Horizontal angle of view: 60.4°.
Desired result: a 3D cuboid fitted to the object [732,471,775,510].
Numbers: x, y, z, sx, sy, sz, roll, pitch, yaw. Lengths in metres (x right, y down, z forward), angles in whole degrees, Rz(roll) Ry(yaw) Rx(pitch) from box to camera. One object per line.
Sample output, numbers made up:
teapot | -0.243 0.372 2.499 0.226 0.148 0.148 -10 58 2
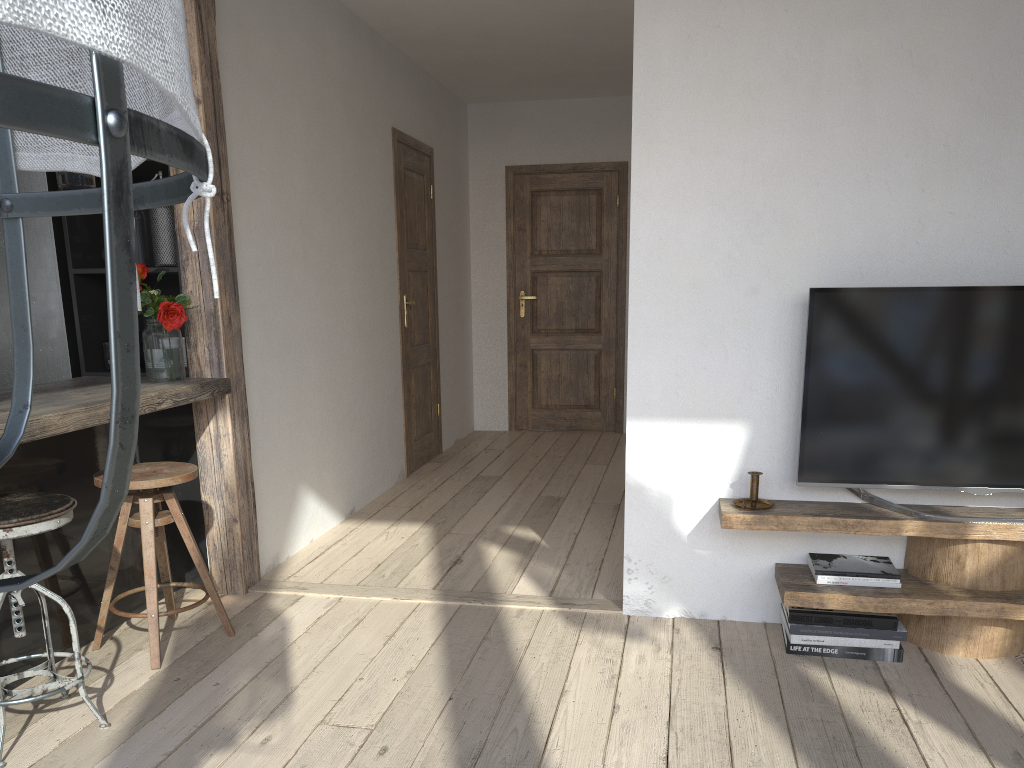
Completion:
object | 0.801 0.349 2.909 0.139 0.115 0.136 -2 9 -6

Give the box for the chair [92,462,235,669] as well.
chair | -1.185 0.581 2.930 0.339 0.610 0.334 6 13 30

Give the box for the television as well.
television | 1.468 0.059 2.711 1.102 0.724 0.201 1 13 11

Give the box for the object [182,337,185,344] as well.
object | -1.303 -0.137 3.464 0.162 0.087 0.159 3 9 24

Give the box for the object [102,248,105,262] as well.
object | -1.535 -0.562 3.431 0.132 0.225 0.129 4 12 22

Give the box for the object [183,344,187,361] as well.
object | -1.303 -0.118 3.469 0.162 0.087 0.159 3 9 24

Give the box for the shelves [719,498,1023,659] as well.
shelves | 1.476 0.642 2.800 1.601 0.462 0.323 1 11 11

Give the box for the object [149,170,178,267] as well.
object | -1.288 -0.612 3.271 0.107 0.359 0.107 10 16 40

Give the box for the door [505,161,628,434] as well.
door | 0.422 -0.640 6.920 0.940 2.123 0.080 2 13 11

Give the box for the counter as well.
counter | -2.508 0.600 1.779 2.240 0.873 3.733 1 7 11

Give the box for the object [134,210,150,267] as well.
object | -1.426 -0.592 3.320 0.086 0.310 0.083 0 13 3

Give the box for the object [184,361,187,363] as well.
object | -1.303 -0.086 3.476 0.213 0.025 0.211 -4 7 -26

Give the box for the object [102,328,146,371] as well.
object | -1.516 -0.139 3.464 0.134 0.169 0.131 0 11 1

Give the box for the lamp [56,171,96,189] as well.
lamp | -1.266 -1.264 2.492 0.225 1.375 0.106 2 13 13

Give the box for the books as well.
books | 1.085 0.728 2.898 0.359 0.271 0.284 1 10 11

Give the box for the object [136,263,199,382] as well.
object | -1.267 -0.221 3.156 0.308 0.425 0.248 10 15 43

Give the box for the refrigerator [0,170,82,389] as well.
refrigerator | -2.090 -0.202 3.777 0.942 1.970 0.830 2 12 11

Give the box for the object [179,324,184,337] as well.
object | -1.396 -0.179 3.615 0.125 0.212 0.122 -1 11 -2

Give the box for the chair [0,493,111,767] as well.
chair | -1.314 0.630 2.340 0.349 0.652 0.349 11 16 44

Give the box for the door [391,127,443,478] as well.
door | -0.598 -0.489 5.690 0.082 2.123 0.820 2 12 11

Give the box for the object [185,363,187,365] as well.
object | -1.302 -0.078 3.478 0.214 0.025 0.211 -3 7 -21

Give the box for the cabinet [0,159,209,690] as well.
cabinet | -2.547 -0.251 1.795 2.091 2.567 4.125 1 9 11

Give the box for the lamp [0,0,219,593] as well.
lamp | -0.318 -0.876 0.096 0.396 1.943 0.401 -10 16 -37

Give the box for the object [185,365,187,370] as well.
object | -1.302 -0.070 3.480 0.213 0.025 0.211 -5 8 -31
